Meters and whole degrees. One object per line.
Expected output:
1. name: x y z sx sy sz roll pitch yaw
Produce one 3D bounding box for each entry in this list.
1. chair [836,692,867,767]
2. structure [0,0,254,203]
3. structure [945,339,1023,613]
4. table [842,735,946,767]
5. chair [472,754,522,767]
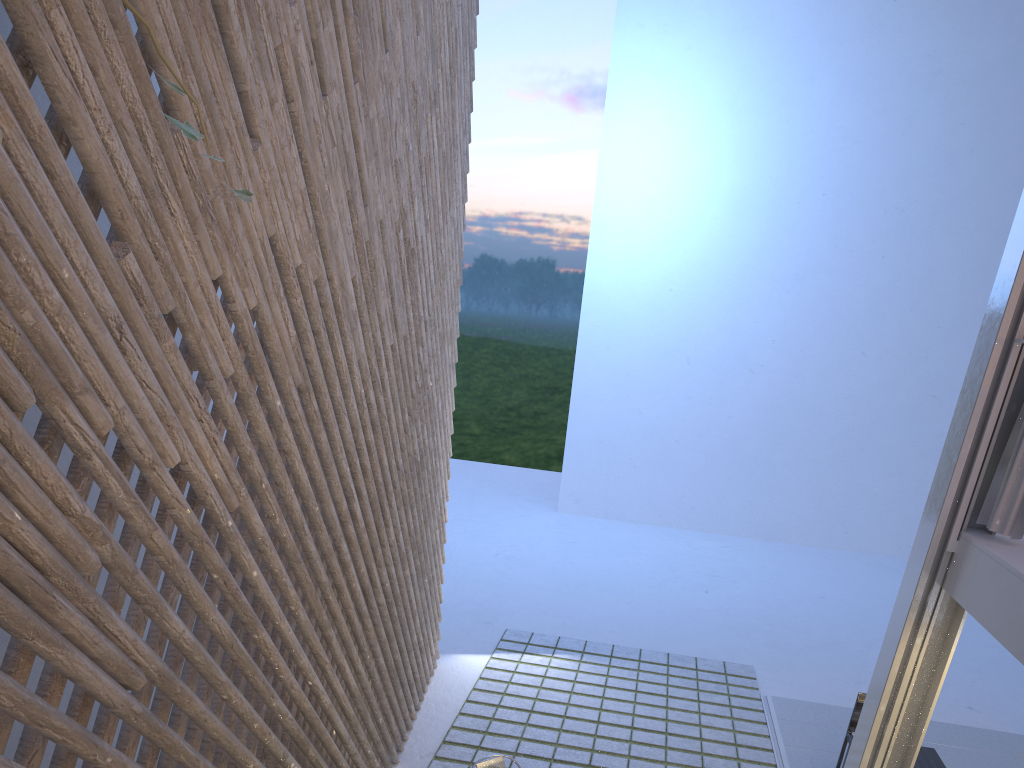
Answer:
1. chair: 1.641 1.653 3.743 0.191 0.484 0.212 8 19 9
2. structure: -0.449 -1.346 0.611 0.743 3.008 2.101 6 16 2
3. structure: 1.107 0.227 1.434 0.028 0.609 1.553 9 8 11
4. table: 1.588 1.722 3.459 0.357 0.368 0.317 8 15 8
5. chair: -0.032 1.567 2.998 0.254 0.420 0.228 -9 23 -38
